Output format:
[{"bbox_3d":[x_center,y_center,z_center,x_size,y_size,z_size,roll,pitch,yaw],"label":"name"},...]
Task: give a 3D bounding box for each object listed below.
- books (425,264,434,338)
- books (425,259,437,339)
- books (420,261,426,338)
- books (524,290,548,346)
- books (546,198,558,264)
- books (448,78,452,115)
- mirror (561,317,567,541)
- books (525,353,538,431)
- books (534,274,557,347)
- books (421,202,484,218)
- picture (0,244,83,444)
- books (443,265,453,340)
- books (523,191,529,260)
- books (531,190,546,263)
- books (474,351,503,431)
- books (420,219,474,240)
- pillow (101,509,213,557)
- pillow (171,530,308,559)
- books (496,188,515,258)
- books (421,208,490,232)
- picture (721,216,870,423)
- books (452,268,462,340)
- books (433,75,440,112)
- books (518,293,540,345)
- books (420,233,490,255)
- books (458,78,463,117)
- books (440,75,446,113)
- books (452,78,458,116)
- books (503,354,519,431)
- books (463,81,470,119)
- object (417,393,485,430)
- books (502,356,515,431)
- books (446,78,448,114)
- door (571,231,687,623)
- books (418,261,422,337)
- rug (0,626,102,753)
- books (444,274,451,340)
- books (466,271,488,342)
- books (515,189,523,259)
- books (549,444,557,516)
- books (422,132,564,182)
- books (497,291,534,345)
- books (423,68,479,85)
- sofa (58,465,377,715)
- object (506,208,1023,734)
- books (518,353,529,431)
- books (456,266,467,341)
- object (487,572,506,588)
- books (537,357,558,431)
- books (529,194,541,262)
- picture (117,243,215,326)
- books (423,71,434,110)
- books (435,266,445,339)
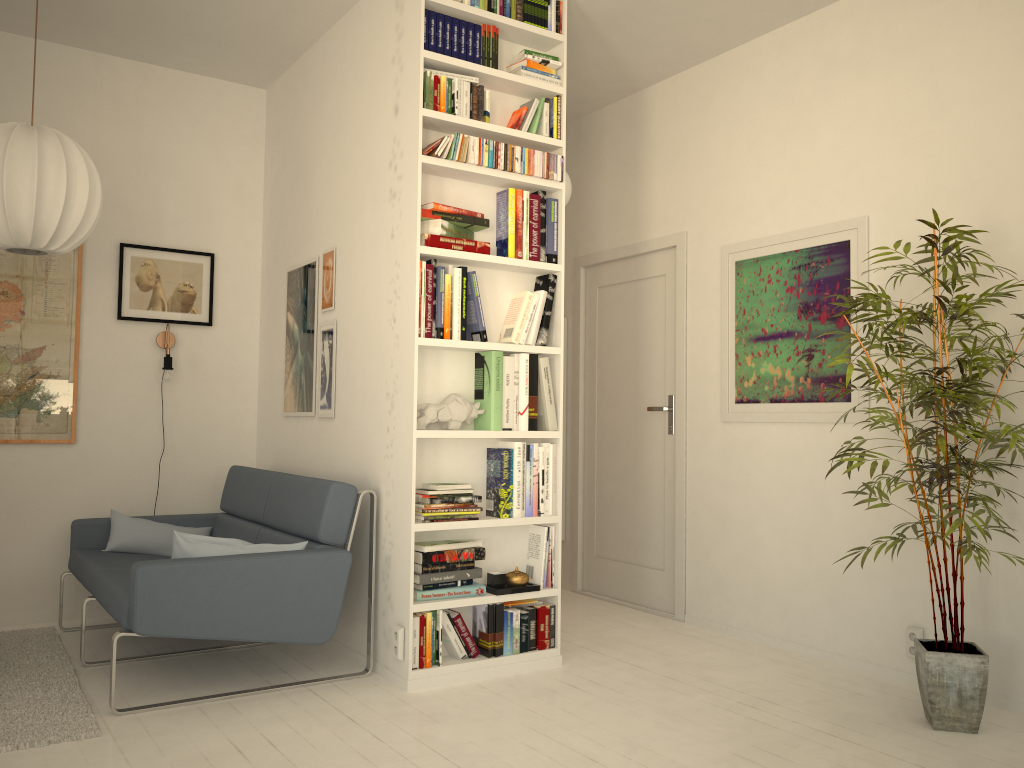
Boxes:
[{"bbox_3d":[-0.376,-0.319,3.540,0.032,0.291,0.203,3,-3,-33],"label":"books"},{"bbox_3d":[-0.354,-0.331,3.555,0.021,0.317,0.179,3,-3,-33],"label":"books"},{"bbox_3d":[-0.400,-0.324,3.533,0.015,0.301,0.207,3,-3,-33],"label":"books"},{"bbox_3d":[0.061,-0.276,3.835,0.092,0.244,0.196,3,-3,-33],"label":"books"},{"bbox_3d":[0.129,-0.652,3.887,0.054,0.289,0.179,3,-3,-33],"label":"books"},{"bbox_3d":[-0.302,-1.145,3.632,0.024,0.155,0.188,3,-3,-33],"label":"books"},{"bbox_3d":[0.184,0.280,5.664,0.029,1.371,0.500,3,-3,-33],"label":"mirror"},{"bbox_3d":[0.033,0.037,3.798,0.056,0.328,0.202,3,-3,-33],"label":"books"},{"bbox_3d":[0.109,-0.312,3.860,0.092,0.319,0.179,3,-3,-33],"label":"books"},{"bbox_3d":[-0.281,-0.691,3.631,0.266,0.026,0.203,3,-3,-44],"label":"books"},{"bbox_3d":[-2.540,-0.242,4.257,0.838,1.053,0.012,3,-3,-33],"label":"picture"},{"bbox_3d":[-0.296,-0.319,3.603,0.020,0.304,0.193,3,-3,-33],"label":"books"},{"bbox_3d":[0.010,-0.663,3.818,0.029,0.301,0.185,3,-3,-33],"label":"books"},{"bbox_3d":[0.089,-0.668,3.862,0.039,0.317,0.161,3,-3,-33],"label":"books"},{"bbox_3d":[-0.120,0.032,3.693,0.056,0.328,0.228,3,-3,-33],"label":"books"},{"bbox_3d":[-0.274,-0.611,3.626,0.128,0.064,0.268,-1,-3,27],"label":"books"},{"bbox_3d":[-1.737,0.749,4.376,0.539,0.277,0.157,2,-3,-32],"label":"pillow"},{"bbox_3d":[-1.037,0.702,3.310,0.533,0.354,0.141,3,-3,-34],"label":"pillow"},{"bbox_3d":[-0.053,-0.668,3.790,0.032,0.300,0.200,3,-3,-33],"label":"books"},{"bbox_3d":[-0.279,-0.661,3.640,0.314,0.035,0.205,2,-3,-33],"label":"books"},{"bbox_3d":[1.272,-0.262,4.071,0.012,0.877,0.822,3,-3,-33],"label":"picture"},{"bbox_3d":[-0.266,-0.314,3.605,0.032,0.291,0.189,3,-3,-33],"label":"books"},{"bbox_3d":[-0.350,-1.143,3.587,0.030,0.149,0.202,3,-3,-33],"label":"books"},{"bbox_3d":[0.037,-0.271,3.792,0.105,0.225,0.138,3,-3,-33],"label":"books"},{"bbox_3d":[-0.268,-0.552,3.616,0.300,0.056,0.202,2,-3,-33],"label":"books"},{"bbox_3d":[-0.269,-1.144,3.654,0.028,0.160,0.222,3,-3,-33],"label":"books"},{"bbox_3d":[-0.325,-1.144,3.598,0.023,0.152,0.199,3,-3,-33],"label":"books"},{"bbox_3d":[-0.278,-1.143,3.629,0.012,0.155,0.208,3,-3,-33],"label":"books"},{"bbox_3d":[-0.045,0.038,3.769,0.023,0.321,0.235,3,-3,-33],"label":"books"},{"bbox_3d":[-0.239,-1.141,3.665,0.035,0.158,0.199,3,-3,-33],"label":"books"},{"bbox_3d":[-0.256,0.110,3.561,0.311,0.150,0.137,2,-3,-25],"label":"object"},{"bbox_3d":[-0.072,0.044,3.729,0.065,0.311,0.199,3,-3,-33],"label":"books"},{"bbox_3d":[-0.318,-1.142,3.621,0.013,0.149,0.208,3,-3,-33],"label":"books"},{"bbox_3d":[0.686,0.227,5.042,0.166,2.034,0.955,3,-3,-33],"label":"door"},{"bbox_3d":[-0.418,-0.325,3.528,0.021,0.301,0.222,3,-3,-33],"label":"books"},{"bbox_3d":[-2.304,1.117,3.184,1.304,0.012,1.660,2,-3,-32],"label":"rug"},{"bbox_3d":[-0.306,-0.299,3.575,0.024,0.260,0.199,3,-3,-33],"label":"books"},{"bbox_3d":[-0.187,-0.309,3.662,0.093,0.288,0.200,3,-3,-33],"label":"books"},{"bbox_3d":[-0.020,-0.664,3.804,0.039,0.302,0.199,3,-3,-33],"label":"books"},{"bbox_3d":[0.115,0.409,3.850,0.039,0.303,0.229,3,-3,-33],"label":"books"},{"bbox_3d":[-0.132,-0.930,3.735,0.664,0.110,0.278,2,-3,-33],"label":"books"},{"bbox_3d":[0.011,-0.275,3.767,0.115,0.232,0.133,3,-3,-33],"label":"books"},{"bbox_3d":[-0.290,-1.235,3.641,0.255,0.022,0.189,2,-3,-23],"label":"books"},{"bbox_3d":[-1.343,0.779,3.878,0.964,0.773,1.602,3,-3,-33],"label":"sofa"},{"bbox_3d":[1.019,0.319,3.376,2.088,1.712,0.778,-1,-4,37],"label":"object"},{"bbox_3d":[-0.010,0.038,3.776,0.037,0.324,0.240,3,-3,-33],"label":"books"},{"bbox_3d":[-0.234,-0.320,3.617,0.033,0.306,0.150,3,-3,-33],"label":"books"},{"bbox_3d":[-0.064,0.808,3.657,0.058,0.055,0.058,3,-3,-33],"label":"object"},{"bbox_3d":[0.094,0.046,3.847,0.099,0.316,0.228,3,-3,-33],"label":"books"},{"bbox_3d":[0.050,-0.657,3.836,0.059,0.291,0.182,3,-3,-33],"label":"books"},{"bbox_3d":[-1.839,-0.524,4.729,0.481,0.402,0.015,3,-3,-33],"label":"picture"},{"bbox_3d":[-0.375,-1.149,3.568,0.034,0.162,0.197,3,-3,-33],"label":"books"},{"bbox_3d":[-0.332,-0.316,3.567,0.030,0.289,0.200,3,-3,-33],"label":"books"}]
